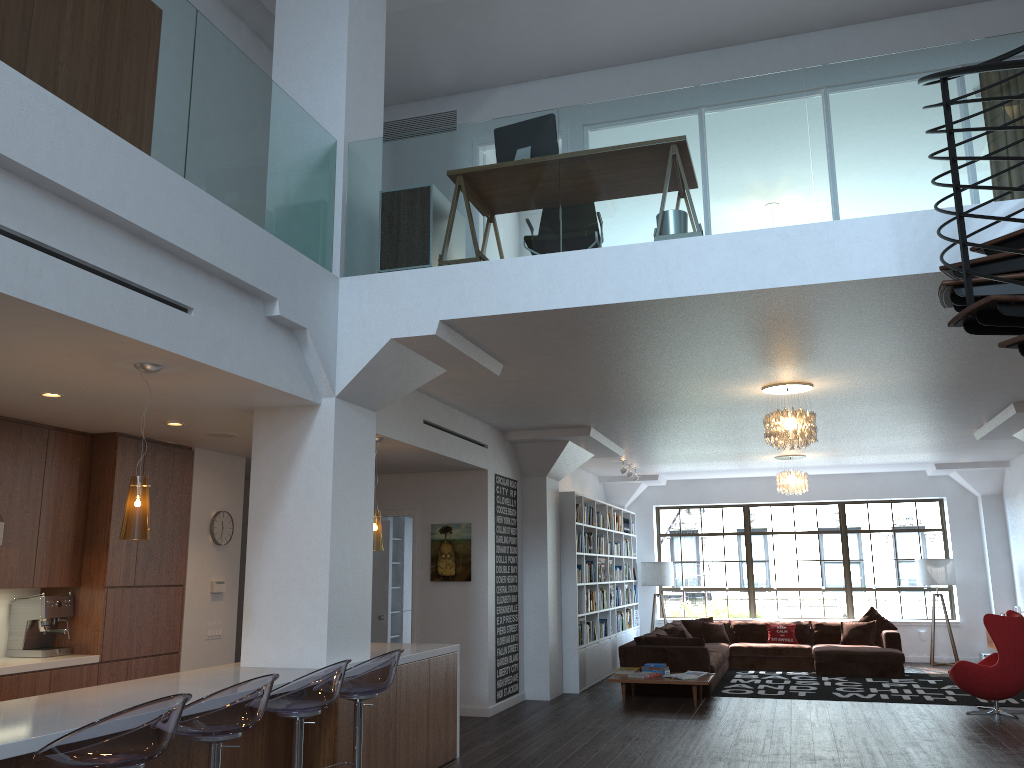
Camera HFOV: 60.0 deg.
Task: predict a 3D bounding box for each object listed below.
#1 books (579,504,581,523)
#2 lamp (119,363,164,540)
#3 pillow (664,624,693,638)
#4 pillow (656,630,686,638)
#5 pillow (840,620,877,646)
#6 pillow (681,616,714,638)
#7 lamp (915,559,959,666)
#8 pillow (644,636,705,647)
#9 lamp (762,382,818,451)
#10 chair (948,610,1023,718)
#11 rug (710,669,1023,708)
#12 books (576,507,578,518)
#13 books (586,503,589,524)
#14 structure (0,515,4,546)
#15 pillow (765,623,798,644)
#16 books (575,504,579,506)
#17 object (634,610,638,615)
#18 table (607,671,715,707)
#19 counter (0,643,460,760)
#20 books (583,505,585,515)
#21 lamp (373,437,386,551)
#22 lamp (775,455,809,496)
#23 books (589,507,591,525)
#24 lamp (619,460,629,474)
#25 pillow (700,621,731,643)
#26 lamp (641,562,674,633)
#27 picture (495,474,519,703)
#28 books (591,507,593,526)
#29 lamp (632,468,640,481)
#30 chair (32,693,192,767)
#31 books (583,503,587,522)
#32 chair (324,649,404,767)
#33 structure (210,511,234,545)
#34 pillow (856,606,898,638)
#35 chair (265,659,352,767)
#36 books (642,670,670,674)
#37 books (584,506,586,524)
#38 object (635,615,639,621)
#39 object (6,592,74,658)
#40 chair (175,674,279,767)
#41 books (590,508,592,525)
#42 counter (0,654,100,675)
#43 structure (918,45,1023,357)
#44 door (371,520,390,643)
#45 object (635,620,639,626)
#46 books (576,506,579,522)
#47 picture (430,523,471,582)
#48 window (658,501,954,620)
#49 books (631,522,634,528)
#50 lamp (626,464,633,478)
[{"bbox_3d":[0.795,1.675,11.449,0.170,0.251,0.118,-4,-13,17],"label":"books"},{"bbox_3d":[-0.785,0.049,5.390,2.842,1.807,0.149,7,-14,-33],"label":"lamp"},{"bbox_3d":[2.361,3.561,12.377,0.325,0.391,0.625,-8,-14,33],"label":"pillow"},{"bbox_3d":[2.037,3.252,11.017,0.269,0.411,0.559,6,-13,-26],"label":"pillow"},{"bbox_3d":[5.118,3.681,13.124,0.542,0.362,0.248,-10,-15,37],"label":"pillow"},{"bbox_3d":[2.961,3.855,13.857,0.580,0.418,0.334,2,-12,-9],"label":"pillow"},{"bbox_3d":[6.560,3.490,13.608,0.545,1.579,0.545,-7,-14,28],"label":"lamp"},{"bbox_3d":[1.994,3.238,10.749,0.750,0.364,0.289,-4,-13,16],"label":"pillow"},{"bbox_3d":[2.413,0.294,7.712,0.442,0.539,0.441,6,-14,-30],"label":"lamp"},{"bbox_3d":[4.899,2.832,9.071,0.801,1.006,0.798,-11,-16,41],"label":"chair"},{"bbox_3d":[4.688,3.776,11.104,4.200,0.007,3.100,-4,-13,18],"label":"rug"},{"bbox_3d":[0.740,1.663,11.284,0.167,0.210,0.162,-4,-13,17],"label":"books"},{"bbox_3d":[0.922,1.746,11.872,0.197,0.290,0.136,-4,-13,17],"label":"books"},{"bbox_3d":[-3.706,1.199,5.458,0.529,1.110,0.811,-4,-13,17],"label":"structure"},{"bbox_3d":[4.121,3.814,13.543,0.465,0.308,0.220,-3,-12,13],"label":"pillow"},{"bbox_3d":[0.781,1.668,11.409,0.159,0.248,0.089,-4,-13,17],"label":"books"},{"bbox_3d":[1.917,3.817,14.801,0.316,0.088,0.410,-4,-13,17],"label":"object"},{"bbox_3d":[1.694,3.423,9.965,1.100,0.271,0.853,-4,-13,17],"label":"table"},{"bbox_3d":[-1.147,1.725,3.293,3.039,0.860,8.182,2,-12,-12],"label":"counter"},{"bbox_3d":[0.868,1.725,11.675,0.170,0.251,0.118,-4,-13,17],"label":"books"},{"bbox_3d":[-1.095,0.881,7.113,0.149,0.900,0.149,6,-14,-27],"label":"lamp"},{"bbox_3d":[3.924,1.287,12.439,0.442,0.539,0.441,6,-14,-30],"label":"lamp"},{"bbox_3d":[0.969,1.784,11.960,0.182,0.253,0.098,-4,-13,17],"label":"books"},{"bbox_3d":[1.604,1.194,12.739,0.120,0.211,0.111,9,-15,-38],"label":"lamp"},{"bbox_3d":[3.114,3.841,13.707,0.489,0.337,0.238,2,-12,-13],"label":"pillow"},{"bbox_3d":[2.474,3.809,14.958,0.545,1.579,0.545,-2,-12,6],"label":"lamp"},{"bbox_3d":[-0.050,2.221,9.810,0.021,2.380,0.800,-4,-13,17],"label":"picture"},{"bbox_3d":[1.020,1.820,12.138,0.182,0.255,0.077,-4,-13,17],"label":"books"},{"bbox_3d":[1.911,1.396,13.696,0.120,0.211,0.111,1,-12,-8],"label":"lamp"},{"bbox_3d":[-1.399,1.595,3.055,0.481,1.014,0.530,-5,-13,19],"label":"chair"},{"bbox_3d":[0.907,1.733,11.812,0.176,0.293,0.125,-4,-13,17],"label":"books"},{"bbox_3d":[-0.842,1.969,4.833,0.481,1.014,0.530,-5,-13,19],"label":"chair"},{"bbox_3d":[-2.578,1.281,7.889,0.040,0.300,0.300,-4,-13,17],"label":"structure"},{"bbox_3d":[5.363,3.619,13.235,0.651,0.587,0.335,0,-12,-4],"label":"pillow"},{"bbox_3d":[-1.030,1.845,4.244,0.481,1.014,0.530,-4,-12,15],"label":"chair"},{"bbox_3d":[1.669,3.334,10.291,0.312,0.037,0.216,-2,-12,7],"label":"books"},{"bbox_3d":[0.887,1.739,11.723,0.174,0.242,0.105,-4,-13,17],"label":"books"},{"bbox_3d":[1.924,3.902,14.780,0.331,0.088,0.410,-4,-13,17],"label":"object"},{"bbox_3d":[-3.371,1.751,6.452,0.439,0.455,0.284,-4,-13,17],"label":"object"},{"bbox_3d":[-1.237,1.721,3.654,0.481,1.014,0.530,-4,-12,15],"label":"chair"},{"bbox_3d":[0.991,1.805,12.041,0.174,0.243,0.085,-4,-13,17],"label":"books"},{"bbox_3d":[-3.935,1.584,4.476,0.600,0.050,4.387,-4,-13,17],"label":"counter"},{"bbox_3d":[2.769,-0.074,3.371,1.998,4.352,1.998,4,-13,-21],"label":"structure"},{"bbox_3d":[-1.834,2.650,10.481,0.826,2.032,0.174,-4,-13,17],"label":"door"},{"bbox_3d":[1.925,3.989,14.762,0.331,0.088,0.410,-4,-13,17],"label":"object"},{"bbox_3d":[0.767,1.670,11.343,0.161,0.218,0.101,-4,-13,17],"label":"books"},{"bbox_3d":[-0.648,1.784,9.397,0.450,0.600,0.030,-4,-13,17],"label":"picture"},{"bbox_3d":[4.832,3.002,15.027,4.648,1.905,0.114,-4,-13,17],"label":"window"},{"bbox_3d":[2.020,2.484,15.247,0.140,0.231,0.042,-4,-13,17],"label":"books"},{"bbox_3d":[1.755,1.294,13.212,0.120,0.211,0.111,5,-13,-23],"label":"lamp"}]
